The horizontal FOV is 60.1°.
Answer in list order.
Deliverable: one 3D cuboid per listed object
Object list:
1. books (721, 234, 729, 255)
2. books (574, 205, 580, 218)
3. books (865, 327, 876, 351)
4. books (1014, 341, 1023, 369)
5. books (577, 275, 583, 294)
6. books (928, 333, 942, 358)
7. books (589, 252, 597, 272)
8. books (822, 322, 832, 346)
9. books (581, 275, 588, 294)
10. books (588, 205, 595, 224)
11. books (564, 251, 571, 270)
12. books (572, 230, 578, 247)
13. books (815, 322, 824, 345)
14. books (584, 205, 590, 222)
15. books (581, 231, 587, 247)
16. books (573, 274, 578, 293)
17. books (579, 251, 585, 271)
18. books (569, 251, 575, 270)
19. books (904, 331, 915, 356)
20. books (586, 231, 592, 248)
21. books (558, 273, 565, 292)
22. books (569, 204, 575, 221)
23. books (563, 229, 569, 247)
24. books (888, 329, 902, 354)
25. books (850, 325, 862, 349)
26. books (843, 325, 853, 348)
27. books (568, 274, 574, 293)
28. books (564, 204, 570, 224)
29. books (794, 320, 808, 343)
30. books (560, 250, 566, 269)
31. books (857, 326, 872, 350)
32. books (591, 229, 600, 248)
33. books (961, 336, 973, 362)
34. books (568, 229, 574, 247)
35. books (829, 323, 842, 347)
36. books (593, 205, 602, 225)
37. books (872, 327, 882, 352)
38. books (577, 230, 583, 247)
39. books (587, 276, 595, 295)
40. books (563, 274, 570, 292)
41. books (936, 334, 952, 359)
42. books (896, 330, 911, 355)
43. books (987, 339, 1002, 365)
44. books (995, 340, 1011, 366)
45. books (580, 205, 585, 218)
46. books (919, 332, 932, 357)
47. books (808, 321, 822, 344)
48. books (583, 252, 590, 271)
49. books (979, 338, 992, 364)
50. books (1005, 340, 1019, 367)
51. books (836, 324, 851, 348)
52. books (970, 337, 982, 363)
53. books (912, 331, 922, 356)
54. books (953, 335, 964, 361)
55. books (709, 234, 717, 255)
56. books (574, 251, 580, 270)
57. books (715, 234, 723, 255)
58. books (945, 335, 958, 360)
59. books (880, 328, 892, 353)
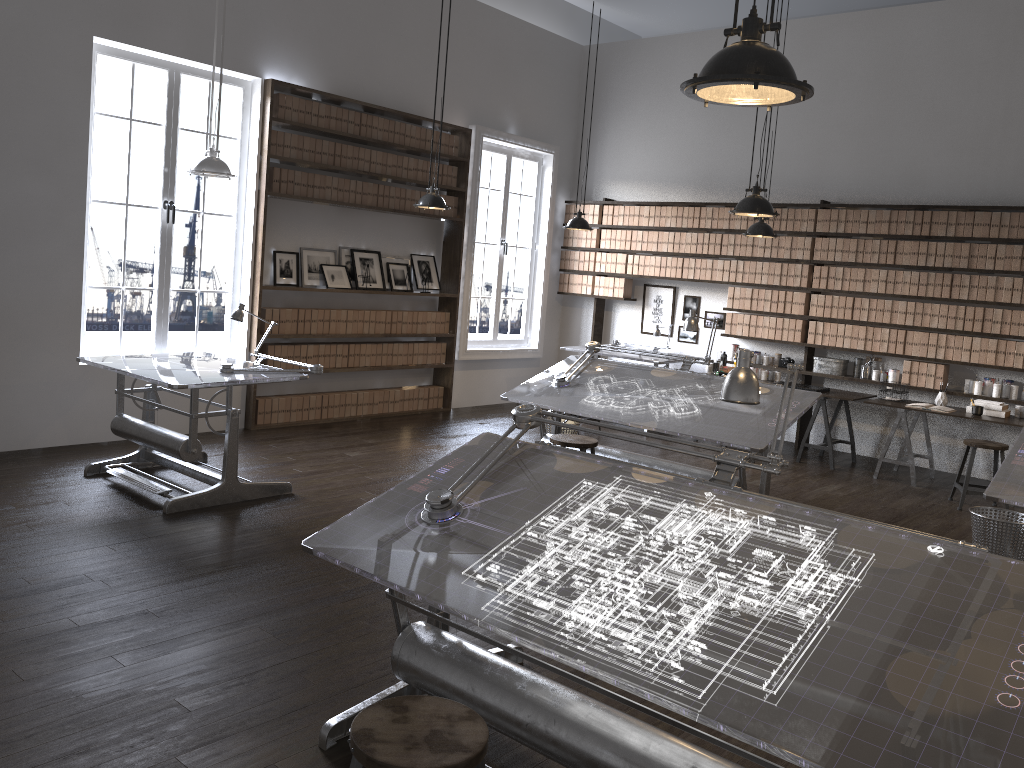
[{"bbox_3d":[2.290,-1.463,9.354,0.067,0.225,0.174,8,7,40],"label":"books"},{"bbox_3d":[0.826,-2.023,10.589,0.067,0.225,0.174,8,7,40],"label":"books"},{"bbox_3d":[3.419,-0.430,8.402,0.067,0.225,0.174,8,7,40],"label":"books"},{"bbox_3d":[4.368,-0.249,7.591,0.067,0.225,0.174,8,7,40],"label":"books"},{"bbox_3d":[0.856,-1.185,10.567,0.067,0.225,0.174,8,7,40],"label":"books"},{"bbox_3d":[3.841,-0.349,8.035,0.067,0.225,0.174,8,7,40],"label":"books"},{"bbox_3d":[0.993,-1.439,10.457,0.067,0.224,0.174,8,7,40],"label":"books"},{"bbox_3d":[3.109,-0.488,8.667,0.067,0.225,0.174,8,7,40],"label":"books"},{"bbox_3d":[0.911,-1.175,10.520,0.067,0.225,0.174,8,7,40],"label":"books"},{"bbox_3d":[0.984,-1.993,10.453,0.067,0.225,0.174,8,7,40],"label":"books"},{"bbox_3d":[0.718,-1.491,10.689,0.067,0.225,0.174,8,7,40],"label":"books"},{"bbox_3d":[0.810,-1.748,10.605,0.067,0.224,0.174,8,7,40],"label":"books"},{"bbox_3d":[3.053,-0.498,8.708,0.067,0.225,0.174,8,7,40],"label":"books"},{"bbox_3d":[0.933,-2.003,10.501,0.067,0.225,0.174,8,7,40],"label":"books"},{"bbox_3d":[0.906,-1.729,10.520,0.067,0.225,0.174,8,7,40],"label":"books"},{"bbox_3d":[0.811,-1.194,10.611,0.067,0.224,0.174,8,7,40],"label":"books"},{"bbox_3d":[0.880,-1.460,10.553,0.067,0.225,0.174,8,7,40],"label":"books"},{"bbox_3d":[0.772,-1.480,10.643,0.067,0.225,0.174,8,7,40],"label":"books"},{"bbox_3d":[3.693,-0.378,8.170,0.067,0.224,0.174,8,7,40],"label":"books"},{"bbox_3d":[0.961,-1.720,10.481,0.067,0.225,0.174,8,7,40],"label":"books"},{"bbox_3d":[0.650,-1.225,10.750,0.067,0.225,0.174,8,7,40],"label":"books"},{"bbox_3d":[0.769,-2.034,10.633,0.067,0.225,0.174,8,7,40],"label":"books"},{"bbox_3d":[0.703,-1.768,10.699,0.067,0.225,0.174,8,7,40],"label":"books"},{"bbox_3d":[3.580,-0.399,8.266,0.067,0.225,0.174,8,7,40],"label":"books"},{"bbox_3d":[3.316,-0.449,8.488,0.067,0.224,0.174,8,7,40],"label":"books"},{"bbox_3d":[3.267,-0.458,8.527,0.067,0.224,0.174,8,7,40],"label":"books"},{"bbox_3d":[0.763,-1.204,10.655,0.067,0.224,0.174,8,7,40],"label":"books"},{"bbox_3d":[0.714,-2.044,10.680,0.067,0.225,0.174,8,7,40],"label":"books"},{"bbox_3d":[2.896,-0.527,8.839,0.067,0.225,0.174,8,7,40],"label":"books"},{"bbox_3d":[0.664,-1.500,10.728,0.067,0.225,0.174,8,7,40],"label":"books"},{"bbox_3d":[3.364,-0.439,8.441,0.067,0.225,0.174,8,7,40],"label":"books"},{"bbox_3d":[1.015,-1.710,10.435,0.067,0.225,0.174,8,7,40],"label":"books"},{"bbox_3d":[4.056,-0.308,7.855,0.067,0.225,0.174,8,7,40],"label":"books"},{"bbox_3d":[0.754,-1.758,10.651,0.067,0.225,0.174,8,7,40],"label":"books"},{"bbox_3d":[3.160,-0.478,8.620,0.067,0.225,0.174,8,7,40],"label":"books"},{"bbox_3d":[1.040,-1.983,10.408,0.067,0.224,0.174,8,7,40],"label":"books"},{"bbox_3d":[3.472,-0.419,8.357,0.067,0.225,0.174,8,7,40],"label":"books"},{"bbox_3d":[0.859,-1.739,10.566,0.067,0.224,0.174,8,7,40],"label":"books"},{"bbox_3d":[0.968,-1.164,10.476,0.067,0.225,0.174,8,7,40],"label":"books"},{"bbox_3d":[0.703,-1.214,10.698,0.067,0.225,0.174,8,7,40],"label":"books"},{"bbox_3d":[3.898,-0.338,7.991,0.067,0.225,0.174,8,7,40],"label":"books"},{"bbox_3d":[3.634,-0.388,8.213,0.067,0.225,0.174,8,7,40],"label":"books"},{"bbox_3d":[4.209,-0.279,7.724,0.067,0.225,0.174,8,7,40],"label":"books"},{"bbox_3d":[4.263,-0.270,7.685,0.067,0.225,0.174,8,7,40],"label":"books"},{"bbox_3d":[0.882,-2.014,10.547,0.067,0.225,0.174,8,7,40],"label":"books"},{"bbox_3d":[3.786,-0.359,8.082,0.067,0.225,0.174,8,7,40],"label":"books"},{"bbox_3d":[2.996,-0.508,8.752,0.067,0.225,0.174,8,7,40],"label":"books"},{"bbox_3d":[0.933,-1.449,10.500,0.067,0.225,0.174,8,7,40],"label":"books"},{"bbox_3d":[4.161,-0.289,7.771,0.067,0.224,0.174,8,7,40],"label":"books"},{"bbox_3d":[4.317,-0.260,7.640,0.067,0.225,0.174,8,7,40],"label":"books"},{"bbox_3d":[3.211,-0.468,8.572,0.067,0.225,0.174,8,7,40],"label":"books"},{"bbox_3d":[4.112,-0.298,7.810,0.067,0.224,0.174,8,7,40],"label":"books"},{"bbox_3d":[3.741,-0.368,8.126,0.067,0.224,0.174,8,7,40],"label":"books"},{"bbox_3d":[4.005,-0.318,7.903,0.067,0.225,0.174,8,7,40],"label":"books"},{"bbox_3d":[2.177,-1.484,9.450,0.067,0.224,0.174,8,7,40],"label":"books"},{"bbox_3d":[0.823,-1.470,10.595,0.067,0.225,0.174,8,7,40],"label":"books"},{"bbox_3d":[2.230,-1.473,9.398,0.067,0.225,0.174,8,7,40],"label":"books"},{"bbox_3d":[3.954,-0.329,7.950,0.067,0.225,0.174,8,7,40],"label":"books"},{"bbox_3d":[3.523,-0.409,8.308,0.067,0.225,0.174,8,7,40],"label":"books"}]
